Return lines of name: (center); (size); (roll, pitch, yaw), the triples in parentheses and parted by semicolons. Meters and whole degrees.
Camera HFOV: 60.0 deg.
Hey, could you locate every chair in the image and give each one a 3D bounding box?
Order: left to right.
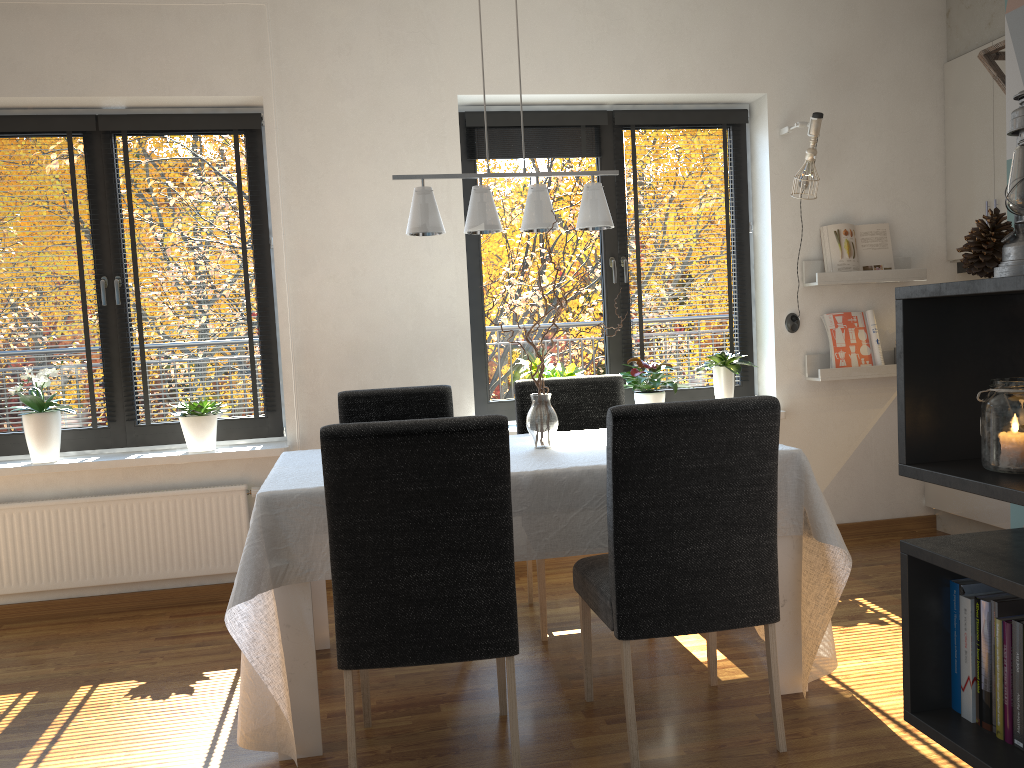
chair: (-0.410, 0.504, 3.409); (0.461, 0.961, 0.544); (-4, 4, -10)
chair: (-0.235, 0.553, 2.442); (0.461, 0.961, 0.544); (-3, 4, -5)
chair: (0.282, 0.461, 3.531); (0.461, 0.961, 0.544); (-3, 4, -5)
chair: (0.456, 0.509, 2.564); (0.461, 0.961, 0.544); (-4, 4, -10)

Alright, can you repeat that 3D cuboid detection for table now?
table: (0.034, 0.603, 3.032); (1.856, 0.763, 1.234); (-4, 4, -9)

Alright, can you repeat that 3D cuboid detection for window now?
window: (-3.194, 1.101, 15.918); (12.973, 18.390, 21.805); (-2, 4, 20)
window: (0.507, -0.614, 4.517); (1.561, 1.589, 0.119); (-4, 4, -10)

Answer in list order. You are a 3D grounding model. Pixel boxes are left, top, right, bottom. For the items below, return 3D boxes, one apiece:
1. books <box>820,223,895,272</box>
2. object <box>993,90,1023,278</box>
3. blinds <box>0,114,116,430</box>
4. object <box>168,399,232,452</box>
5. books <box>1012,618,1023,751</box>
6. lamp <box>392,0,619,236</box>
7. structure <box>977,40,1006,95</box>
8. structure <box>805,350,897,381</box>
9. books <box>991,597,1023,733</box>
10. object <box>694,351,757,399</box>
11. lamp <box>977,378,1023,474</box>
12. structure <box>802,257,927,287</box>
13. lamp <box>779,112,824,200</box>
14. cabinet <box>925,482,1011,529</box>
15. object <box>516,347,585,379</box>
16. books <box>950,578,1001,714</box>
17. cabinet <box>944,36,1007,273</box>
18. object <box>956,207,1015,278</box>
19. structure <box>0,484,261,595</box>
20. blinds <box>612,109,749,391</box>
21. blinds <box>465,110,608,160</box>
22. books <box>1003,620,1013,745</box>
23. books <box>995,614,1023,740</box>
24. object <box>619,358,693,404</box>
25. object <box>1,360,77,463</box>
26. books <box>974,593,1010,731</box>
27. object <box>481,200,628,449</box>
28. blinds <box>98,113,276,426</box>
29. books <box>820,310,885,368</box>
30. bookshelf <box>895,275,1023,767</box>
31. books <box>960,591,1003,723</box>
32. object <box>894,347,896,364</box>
books: (1.752, -0.660, 4.470); (0.364, 0.299, 0.109); (-4, 4, -10)
object: (0.733, -0.338, 1.185); (0.163, 0.384, 0.154); (-3, 4, 6)
blinds: (-2.192, -0.486, 4.000); (0.710, 1.424, 0.049); (-4, 4, -10)
object: (-1.423, 0.185, 4.057); (0.267, 0.237, 0.283); (-5, 4, -28)
books: (0.788, 0.431, 1.288); (0.121, 0.188, 0.021); (-4, 4, -10)
lamp: (-0.038, -1.147, 2.901); (0.759, 1.286, 0.131); (-4, 4, -10)
structure: (1.104, -0.785, 1.576); (0.495, 0.776, 0.185); (-4, 4, -10)
structure: (1.797, -0.099, 4.495); (0.594, 0.129, 0.147); (-4, 4, -10)
books: (0.778, 0.420, 1.334); (0.115, 0.203, 0.014); (-4, 4, -10)
object: (1.059, -0.009, 4.479); (0.292, 0.316, 0.353); (-4, 4, -19)
lamp: (0.727, 0.058, 1.275); (0.098, 0.131, 0.106); (-3, 4, 3)
structure: (1.772, -0.570, 4.460); (0.594, 0.129, 0.147); (-4, 4, -10)
lamp: (1.412, -1.086, 4.296); (0.131, 0.395, 0.311); (-3, 4, -5)
cabinet: (2.535, 0.403, 2.578); (0.040, 0.691, 4.220); (-4, 3, -10)
object: (0.195, 0.012, 4.298); (0.333, 0.385, 0.299); (-3, 4, 5)
books: (0.764, 0.413, 1.413); (0.127, 0.210, 0.029); (-4, 4, -10)
cabinet: (2.820, -1.017, 2.540); (0.458, 1.071, 4.232); (-4, 4, -10)
object: (0.693, -0.203, 1.285); (0.078, 0.101, 0.086); (-3, 4, 4)
structure: (-1.737, 0.717, 3.941); (1.457, 0.460, 0.078); (-4, 4, -11)
blinds: (0.890, -0.679, 4.543); (0.710, 1.424, 0.049); (-4, 4, -10)
blinds: (0.125, -1.228, 4.370); (0.710, 0.230, 0.049); (-4, 4, -10)
books: (0.779, 0.433, 1.305); (0.116, 0.181, 0.015); (-4, 4, -10)
books: (0.775, 0.433, 1.320); (0.116, 0.181, 0.015); (-4, 4, -10)
object: (0.677, 0.021, 4.358); (0.379, 0.309, 0.371); (-6, 5, -35)
object: (-2.059, 0.124, 3.884); (0.286, 0.444, 0.340); (-5, 4, -22)
books: (0.773, 0.421, 1.357); (0.123, 0.200, 0.032); (-4, 4, -10)
object: (0.103, -0.171, 2.966); (0.403, 0.785, 0.615); (-6, 5, -35)
blinds: (-1.482, -0.530, 4.125); (0.710, 1.424, 0.049); (-4, 4, -10)
books: (1.729, -0.205, 4.488); (0.283, 0.331, 0.138); (-4, 4, -12)
bookshelf: (0.850, 0.470, 0.863); (0.237, 1.202, 1.189); (-4, 4, -10)
books: (0.765, 0.422, 1.385); (0.126, 0.195, 0.025); (-4, 4, -10)
object: (2.008, -0.125, 4.530); (0.103, 0.124, 0.103); (-4, 4, -13)
